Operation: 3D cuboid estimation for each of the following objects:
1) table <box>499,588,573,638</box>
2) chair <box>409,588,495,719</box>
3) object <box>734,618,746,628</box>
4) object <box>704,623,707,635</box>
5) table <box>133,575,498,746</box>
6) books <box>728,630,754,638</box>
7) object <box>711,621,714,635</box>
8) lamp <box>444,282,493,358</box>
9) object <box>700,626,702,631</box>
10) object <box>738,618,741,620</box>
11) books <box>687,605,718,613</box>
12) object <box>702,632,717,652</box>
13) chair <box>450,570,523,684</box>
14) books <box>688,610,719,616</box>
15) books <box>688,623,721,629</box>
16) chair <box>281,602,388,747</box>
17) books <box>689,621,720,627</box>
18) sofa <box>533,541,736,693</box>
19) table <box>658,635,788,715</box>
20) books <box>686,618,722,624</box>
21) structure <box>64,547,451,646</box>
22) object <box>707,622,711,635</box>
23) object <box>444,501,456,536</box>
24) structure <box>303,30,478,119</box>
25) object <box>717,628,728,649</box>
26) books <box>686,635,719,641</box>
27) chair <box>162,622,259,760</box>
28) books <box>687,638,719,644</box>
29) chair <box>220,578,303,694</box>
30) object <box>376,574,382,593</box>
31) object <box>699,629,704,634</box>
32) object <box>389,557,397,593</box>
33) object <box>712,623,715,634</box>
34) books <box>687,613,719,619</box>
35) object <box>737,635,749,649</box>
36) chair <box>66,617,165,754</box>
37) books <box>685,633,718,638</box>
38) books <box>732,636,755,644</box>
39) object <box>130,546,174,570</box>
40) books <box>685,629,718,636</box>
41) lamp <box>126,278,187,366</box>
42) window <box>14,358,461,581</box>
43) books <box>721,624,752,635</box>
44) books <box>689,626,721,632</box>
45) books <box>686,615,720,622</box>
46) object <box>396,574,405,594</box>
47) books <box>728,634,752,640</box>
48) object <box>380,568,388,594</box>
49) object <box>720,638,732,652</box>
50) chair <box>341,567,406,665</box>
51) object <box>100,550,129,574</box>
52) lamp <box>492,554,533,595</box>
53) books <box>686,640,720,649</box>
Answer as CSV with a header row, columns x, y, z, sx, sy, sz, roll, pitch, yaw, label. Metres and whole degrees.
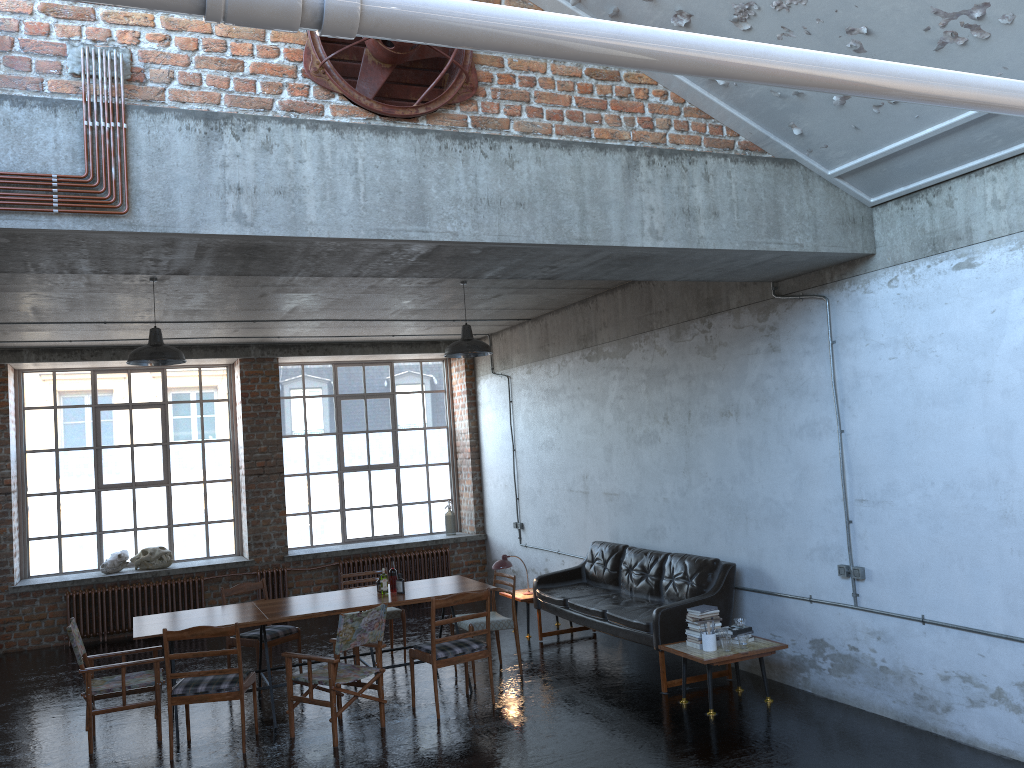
x,y,z,sx,sy,sz,roll,pitch,yaw,label
0.360,2.673,10.438,0.811,0.458,0.649,-2,-4,-23,table
-0.528,2.296,7.665,0.573,1.028,0.509,-1,-5,-34,chair
1.900,1.992,7.382,0.103,0.068,0.103,-7,-5,39,object
1.574,2.023,7.173,0.009,0.167,0.061,-3,-4,-11,object
-1.738,2.448,8.067,3.112,0.917,1.067,-2,-4,-23,table
1.860,2.070,7.389,0.243,0.024,0.175,-2,-4,-27,books
1.615,2.010,7.165,0.052,0.185,0.009,-2,-4,-22,object
-0.476,-0.736,9.062,0.502,0.891,0.502,-3,-4,-19,lamp
1.541,2.032,7.143,0.046,0.202,0.023,-5,-4,13,object
1.899,1.986,7.384,0.081,0.060,0.065,-1,-5,-41,object
1.576,1.865,7.351,0.201,0.024,0.159,-1,-5,-33,books
1.586,2.073,7.128,0.110,0.137,0.110,-2,-4,-23,object
-0.249,2.362,8.686,0.577,0.971,0.589,-2,-4,-24,chair
1.587,1.885,7.343,0.205,0.020,0.155,-2,-4,-23,books
1.593,1.992,7.342,0.224,0.021,0.158,-2,-4,-23,books
-1.397,2.307,7.145,0.713,1.031,0.574,-7,-5,36,chair
1.593,1.970,7.337,0.205,0.022,0.155,-2,-4,-28,books
1.136,2.213,8.930,0.929,1.045,2.610,-2,-4,-24,sofa
1.734,2.364,7.240,0.811,0.458,0.649,-2,-4,-23,table
1.586,1.950,7.337,0.244,0.019,0.174,-2,-4,-23,books
-3.360,2.952,12.541,5.349,0.713,0.232,-2,-4,-23,structure
1.596,2.031,7.175,0.023,0.204,0.037,-5,-4,16,object
-0.989,2.135,14.150,0.172,0.551,0.172,-5,-4,20,object
-0.745,-2.108,5.322,1.058,1.096,0.808,-2,-4,-23,structure
1.709,2.057,7.165,0.087,0.155,0.087,-7,-5,39,object
1.592,2.076,7.314,0.249,0.023,0.175,-2,-4,-23,books
-2.364,2.377,6.996,0.573,1.028,0.509,-4,-4,-4,chair
1.594,2.099,7.312,0.249,0.023,0.175,-2,-4,-28,books
-2.494,2.511,8.862,0.509,1.028,0.573,-6,-4,31,chair
-1.247,1.892,8.414,0.077,0.173,0.077,-1,-5,-38,object
1.560,2.039,7.135,0.137,0.190,0.009,-2,-4,-20,object
-1.125,1.804,8.392,0.075,0.324,0.075,-4,-4,2,object
1.620,2.016,7.153,0.062,0.169,0.009,-2,-4,-24,object
1.585,1.908,7.352,0.209,0.023,0.167,-2,-4,-29,books
1.856,2.071,7.113,0.092,0.099,0.092,-8,-5,44,object
-3.272,2.451,7.367,0.713,1.031,0.574,-2,-4,-23,chair
1.594,2.058,7.333,0.255,0.014,0.192,-2,-4,-20,books
1.863,2.122,7.378,0.179,0.034,0.243,-1,-5,-40,books
-5.010,2.410,12.283,0.625,0.305,0.418,-7,-5,40,object
1.591,2.037,7.335,0.245,0.028,0.193,-2,-4,-28,books
-3.179,-0.630,7.891,0.502,0.891,0.502,-3,-4,-19,lamp
0.025,2.626,15.300,19.864,12.900,0.747,-2,-4,-23,window
1.853,2.044,7.382,0.225,0.029,0.179,-2,-4,-31,books
1.597,2.012,7.336,0.221,0.023,0.147,-2,-4,-24,books
1.577,1.929,7.335,0.231,0.023,0.162,-3,-4,-8,books
-1.043,1.864,8.283,0.097,0.180,0.051,-7,-5,38,object
1.851,2.094,7.381,0.166,0.024,0.227,0,-5,-44,books
-1.199,1.846,8.313,0.070,0.235,0.041,-2,-4,-24,object
1.707,2.077,7.049,0.092,0.099,0.092,-8,-5,44,object
-1.497,2.501,9.468,0.589,0.971,0.577,-2,-4,-24,chair
-5.446,2.443,12.162,0.281,0.281,0.575,-4,-4,3,object
0.004,2.218,10.312,0.496,0.492,0.220,-2,-4,-31,lamp
1.594,2.132,7.310,0.248,0.043,0.192,-2,-4,-23,books
